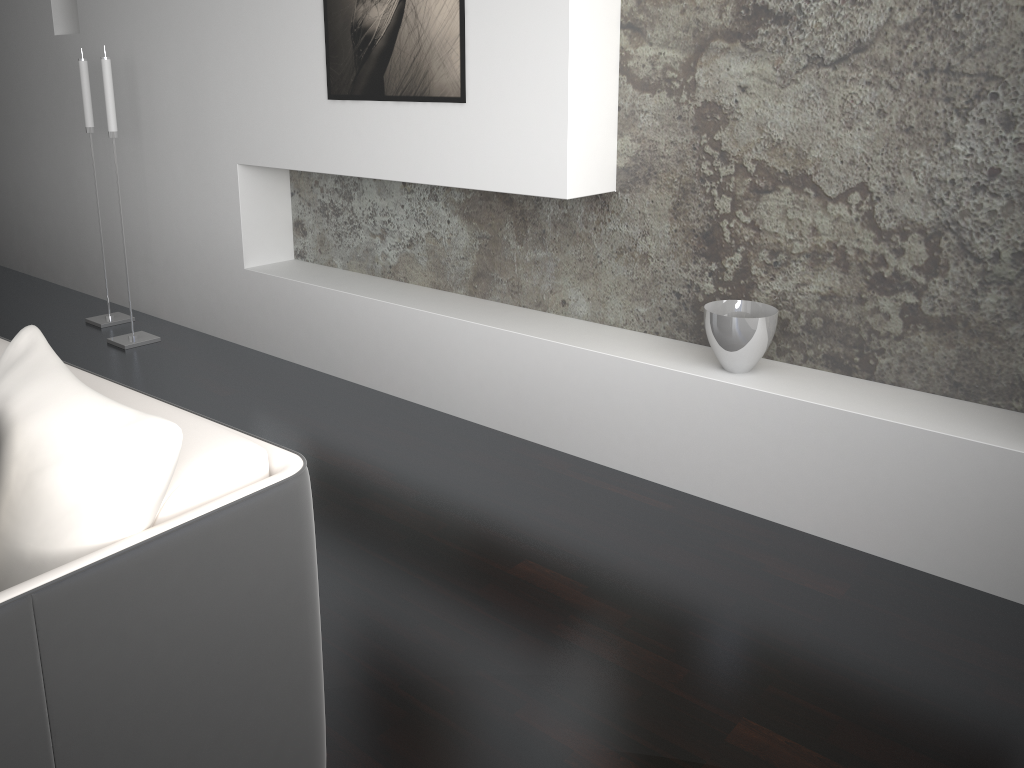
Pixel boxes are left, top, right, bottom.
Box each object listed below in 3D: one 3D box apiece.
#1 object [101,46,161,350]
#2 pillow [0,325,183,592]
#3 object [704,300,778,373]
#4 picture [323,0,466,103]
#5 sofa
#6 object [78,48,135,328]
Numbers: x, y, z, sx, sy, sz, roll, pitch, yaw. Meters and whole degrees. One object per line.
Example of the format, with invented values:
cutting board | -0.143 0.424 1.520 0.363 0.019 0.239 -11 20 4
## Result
object | -1.838 -0.865 4.125 0.182 1.357 0.183 11 17 39
pillow | -0.751 0.225 1.328 0.596 0.493 0.303 16 22 42
object | 0.686 -0.136 2.660 0.217 0.185 0.220 11 20 33
picture | -0.446 -1.524 3.154 0.755 0.977 0.004 13 18 39
sofa | -1.454 0.287 1.763 2.265 0.642 0.937 14 22 36
object | -2.115 -0.989 4.482 0.182 1.357 0.183 11 17 39
